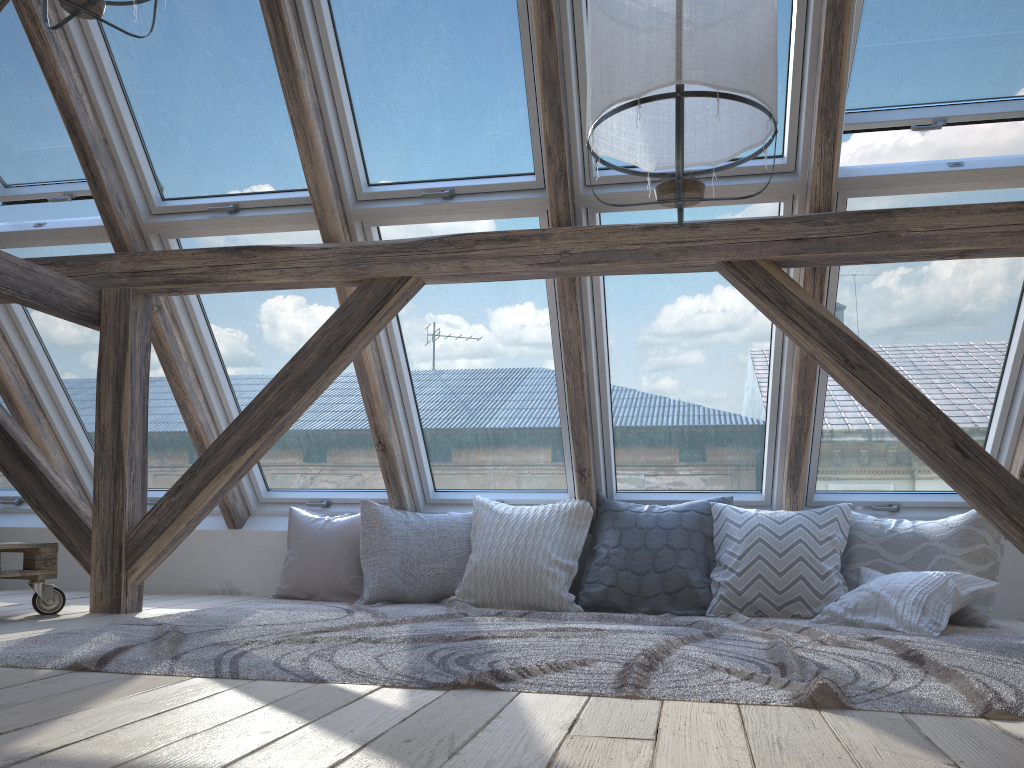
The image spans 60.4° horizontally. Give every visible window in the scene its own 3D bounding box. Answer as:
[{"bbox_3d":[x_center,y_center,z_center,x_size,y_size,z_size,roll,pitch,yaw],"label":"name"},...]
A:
[{"bbox_3d":[-2.851,0.012,4.512,0.855,1.266,1.107,0,-5,12],"label":"window"},{"bbox_3d":[1.478,-1.419,2.700,0.855,1.265,1.421,0,-6,12],"label":"window"},{"bbox_3d":[-0.148,-0.045,3.955,0.855,1.266,1.107,0,-5,12],"label":"window"},{"bbox_3d":[-1.235,-1.369,3.209,0.855,1.266,1.107,0,-5,12],"label":"window"},{"bbox_3d":[1.654,-0.084,3.583,0.855,1.266,1.107,0,-5,12],"label":"window"},{"bbox_3d":[-1.950,-0.007,4.326,0.855,1.266,1.107,0,-5,12],"label":"window"},{"bbox_3d":[-2.127,-1.342,3.440,0.855,1.265,1.364,0,-6,12],"label":"window"},{"bbox_3d":[0.567,-1.407,2.838,0.855,1.266,1.107,0,-5,12],"label":"window"},{"bbox_3d":[-0.334,-1.388,3.024,0.855,1.266,1.107,0,-5,12],"label":"window"},{"bbox_3d":[0.753,-0.065,3.769,0.855,1.266,1.107,0,-5,12],"label":"window"},{"bbox_3d":[-1.049,-0.026,4.140,0.855,1.266,1.107,0,-5,12],"label":"window"}]

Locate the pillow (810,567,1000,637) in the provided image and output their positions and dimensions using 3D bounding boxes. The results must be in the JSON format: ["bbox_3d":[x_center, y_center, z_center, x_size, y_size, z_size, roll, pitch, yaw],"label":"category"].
[{"bbox_3d":[1.486,0.836,3.373,0.477,0.240,0.540,7,-10,-36],"label":"pillow"}]

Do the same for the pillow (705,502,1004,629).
[{"bbox_3d":[1.419,0.753,3.719,1.155,0.530,0.506,-2,-6,17],"label":"pillow"}]

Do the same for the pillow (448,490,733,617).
[{"bbox_3d":[0.352,0.755,3.985,1.272,0.559,0.472,-1,-5,13],"label":"pillow"}]

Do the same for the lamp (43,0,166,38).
[{"bbox_3d":[-1.083,-1.591,2.253,0.400,1.294,0.410,1,-3,-12],"label":"lamp"}]

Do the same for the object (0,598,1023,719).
[{"bbox_3d":[0.168,0.834,3.025,3.187,0.056,2.214,-1,-9,12],"label":"object"}]

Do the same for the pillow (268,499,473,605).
[{"bbox_3d":[-0.617,0.814,4.209,1.133,0.521,0.439,0,-5,4],"label":"pillow"}]

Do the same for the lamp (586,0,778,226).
[{"bbox_3d":[0.377,-1.330,1.939,0.401,1.881,0.408,3,-3,-37],"label":"lamp"}]
